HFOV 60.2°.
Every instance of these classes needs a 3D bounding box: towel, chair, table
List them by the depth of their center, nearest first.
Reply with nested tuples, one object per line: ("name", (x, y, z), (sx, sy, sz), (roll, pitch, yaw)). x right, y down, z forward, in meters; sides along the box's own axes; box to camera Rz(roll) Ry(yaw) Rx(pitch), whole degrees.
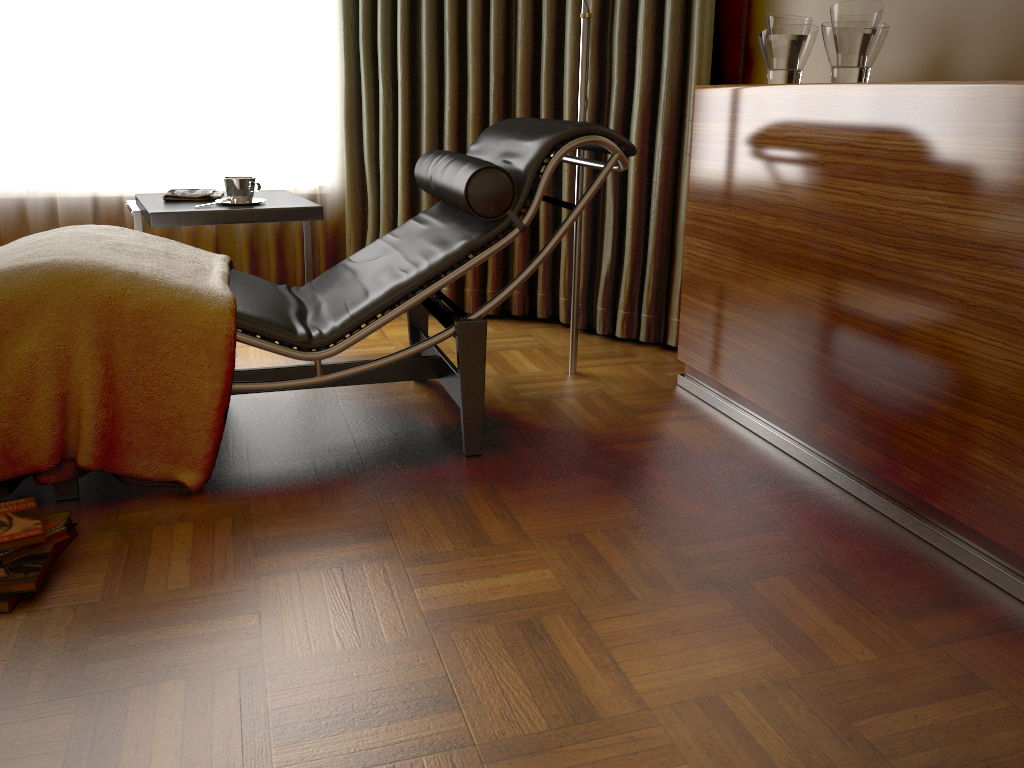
("chair", (-0.616, -0.266, 2.217), (1.791, 0.781, 0.648), (-5, 16, -18))
("table", (-0.918, -0.569, 2.835), (0.501, 0.044, 0.527), (-8, 20, -26))
("towel", (-1.035, -0.615, 2.868), (0.179, 0.034, 0.246), (-3, 18, -14))

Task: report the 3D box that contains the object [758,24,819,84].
("object", (0.736, -0.880, 2.372), (0.157, 0.151, 0.158), (9, 18, 27))

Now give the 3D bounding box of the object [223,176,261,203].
("object", (-0.834, -0.600, 2.733), (0.111, 0.077, 0.100), (-4, 17, -16))

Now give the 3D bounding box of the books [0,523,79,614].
("books", (-0.944, 0.328, 1.595), (0.200, 0.022, 0.287), (0, 18, -4))

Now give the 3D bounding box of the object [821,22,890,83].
("object", (0.819, -0.799, 2.124), (0.156, 0.151, 0.158), (-7, 18, -27))

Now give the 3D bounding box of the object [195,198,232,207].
("object", (-0.898, -0.546, 2.656), (0.029, 0.019, 0.125), (15, 22, 38))

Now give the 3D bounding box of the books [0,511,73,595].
("books", (-0.928, 0.306, 1.597), (0.189, 0.019, 0.270), (-3, 18, -13))

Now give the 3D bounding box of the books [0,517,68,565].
("books", (-0.928, 0.276, 1.628), (0.174, 0.017, 0.125), (12, 21, 30))

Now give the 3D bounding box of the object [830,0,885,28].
("object", (0.820, -0.835, 2.115), (0.123, 0.147, 0.124), (-11, 19, -37))

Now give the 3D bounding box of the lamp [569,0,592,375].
("lamp", (-0.364, -0.829, 2.254), (1.416, 1.927, 0.460), (-3, 14, -14))

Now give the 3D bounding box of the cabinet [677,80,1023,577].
("cabinet", (0.968, -0.202, 1.902), (0.416, 0.843, 1.709), (-3, 18, -18))

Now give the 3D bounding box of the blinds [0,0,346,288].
("blinds", (-1.703, -1.427, 3.263), (2.199, 2.244, 0.094), (-4, 14, -18))

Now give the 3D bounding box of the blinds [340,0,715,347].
("blinds", (-0.017, -1.439, 3.206), (1.540, 2.402, 0.228), (9, 15, 26))

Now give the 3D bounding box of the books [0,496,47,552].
("books", (-0.934, 0.260, 1.620), (0.124, 0.017, 0.175), (-10, 21, -32))

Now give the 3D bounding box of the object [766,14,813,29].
("object", (0.737, -0.917, 2.363), (0.123, 0.147, 0.124), (-10, 19, -35))

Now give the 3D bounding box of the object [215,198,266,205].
("object", (-0.841, -0.565, 2.739), (0.150, 0.009, 0.153), (-3, 18, -12))

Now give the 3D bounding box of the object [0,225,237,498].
("object", (-1.127, -0.086, 2.104), (0.910, 0.509, 0.937), (-4, 18, -17))
